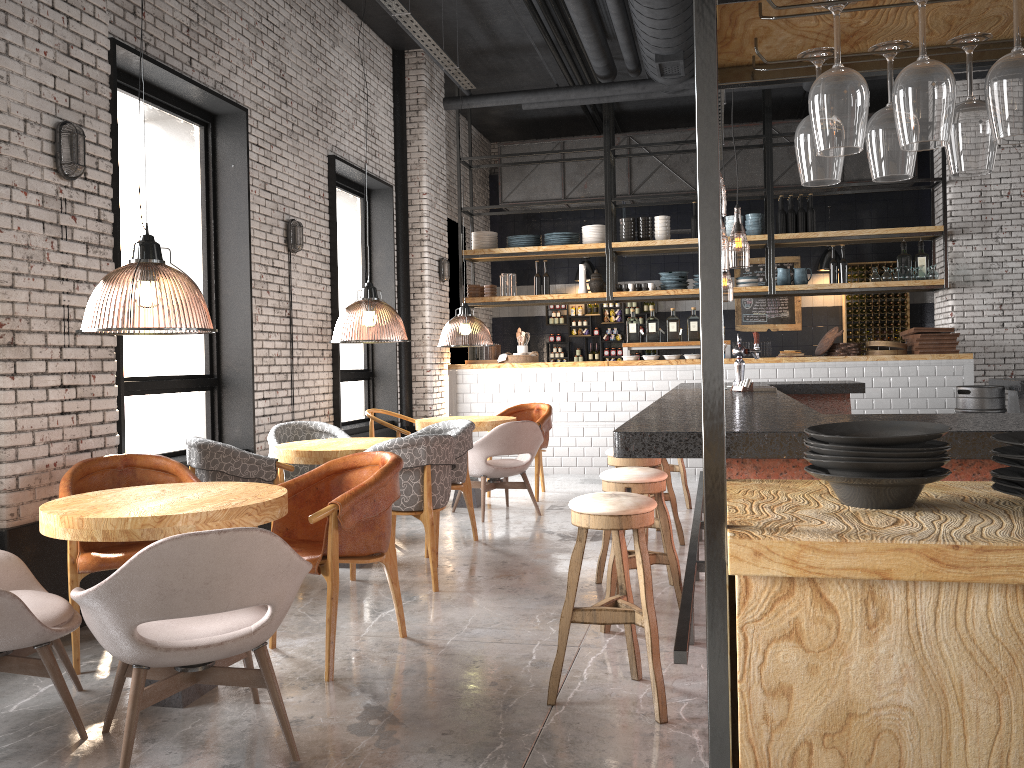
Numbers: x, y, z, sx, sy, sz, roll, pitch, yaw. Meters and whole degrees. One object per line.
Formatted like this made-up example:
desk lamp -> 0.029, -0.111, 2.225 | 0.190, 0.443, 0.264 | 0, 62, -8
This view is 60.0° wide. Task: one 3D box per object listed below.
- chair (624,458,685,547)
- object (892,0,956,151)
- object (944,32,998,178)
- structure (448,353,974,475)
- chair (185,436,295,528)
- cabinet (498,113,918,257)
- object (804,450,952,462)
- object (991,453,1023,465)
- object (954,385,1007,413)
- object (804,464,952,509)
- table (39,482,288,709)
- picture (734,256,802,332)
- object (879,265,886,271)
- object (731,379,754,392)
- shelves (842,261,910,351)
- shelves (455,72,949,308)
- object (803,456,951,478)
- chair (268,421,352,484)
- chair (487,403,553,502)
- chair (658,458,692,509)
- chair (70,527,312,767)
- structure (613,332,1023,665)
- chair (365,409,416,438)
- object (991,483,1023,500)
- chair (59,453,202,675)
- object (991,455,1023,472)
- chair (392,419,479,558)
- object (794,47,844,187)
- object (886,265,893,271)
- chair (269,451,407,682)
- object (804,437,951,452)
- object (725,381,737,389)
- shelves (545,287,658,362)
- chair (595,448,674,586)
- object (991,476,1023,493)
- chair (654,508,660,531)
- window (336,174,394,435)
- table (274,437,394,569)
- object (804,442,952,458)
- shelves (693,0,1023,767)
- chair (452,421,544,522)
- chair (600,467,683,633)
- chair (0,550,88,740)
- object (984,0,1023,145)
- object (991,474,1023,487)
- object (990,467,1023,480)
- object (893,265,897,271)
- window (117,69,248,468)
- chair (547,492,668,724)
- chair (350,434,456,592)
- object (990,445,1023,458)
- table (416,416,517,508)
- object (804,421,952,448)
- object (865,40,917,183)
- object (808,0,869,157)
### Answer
chair -> 0.931, 0.744, 6.262 | 0.480, 0.805, 0.439 | -2, 1, -38
object -> 0.706, -0.542, 1.522 | 0.101, 0.267, 0.101 | -1, 0, -23
object -> 0.914, -0.553, 1.768 | 0.101, 0.267, 0.101 | -1, 0, -23
structure -> 2.235, 0.372, 10.755 | 5.799, 1.346, 1.511 | -1, 1, 13
chair -> -1.784, 0.779, 5.610 | 0.644, 0.929, 0.681 | -2, 1, -32
cabinet -> 2.735, -2.802, 13.031 | 5.863, 1.768, 0.682 | -1, 0, 13
object -> 0.688, 0.163, 1.677 | 0.257, 0.075, 0.257 | 0, 2, 39
object -> 1.027, 0.141, 1.579 | 0.306, 0.037, 0.306 | -1, 1, 14
object -> 4.018, 0.534, 7.594 | 0.398, 1.035, 0.399 | -2, 1, -42
object -> 0.688, 0.194, 1.676 | 0.257, 0.067, 0.257 | -1, 1, 5
table -> -1.383, 0.865, 3.601 | 0.932, 0.809, 0.932 | -2, 1, -30
picture -> 3.937, -1.378, 13.658 | 0.980, 1.142, 0.020 | -1, 0, 13
object -> 5.433, -1.707, 12.996 | 0.079, 0.079, 0.284 | -1, 1, 13
object -> 1.615, 0.006, 6.223 | 0.091, 0.091, 0.177 | -1, 1, -12
shelves -> 5.382, -0.719, 13.108 | 0.889, 2.148, 0.251 | -1, 0, 13
shelves -> 2.143, -2.571, 10.822 | 5.676, 3.066, 0.597 | -1, 0, 13
object -> 0.688, 0.171, 1.677 | 0.257, 0.075, 0.257 | -1, 1, 13
chair -> -1.479, 0.749, 6.563 | 0.681, 0.929, 0.644 | -2, 1, -32
chair -> 0.148, 0.660, 8.715 | 0.681, 0.929, 0.644 | -1, 1, 35
chair -> 1.291, 0.695, 7.920 | 0.439, 0.805, 0.480 | -1, 1, -18
chair -> -1.073, 0.862, 3.026 | 0.771, 0.850, 0.802 | -2, 1, -28
structure -> 3.095, 0.389, 5.321 | 4.310, 1.533, 5.878 | -1, 1, 13
chair -> -1.130, 0.697, 8.477 | 0.643, 0.921, 0.613 | -1, 1, 20
object -> 1.028, 0.205, 1.579 | 0.306, 0.035, 0.306 | -2, 2, -39
chair -> -1.799, 0.814, 4.239 | 0.681, 0.929, 0.644 | -2, 1, -35
object -> 1.027, 0.156, 1.578 | 0.306, 0.042, 0.306 | -2, 2, -30
chair -> -0.525, 0.732, 6.413 | 0.644, 0.929, 0.681 | -2, 1, -32
object -> 0.636, -0.548, 1.832 | 0.101, 0.267, 0.101 | -1, 0, -23
object -> 5.526, -1.708, 12.978 | 0.079, 0.079, 0.284 | -1, 1, 13
chair -> -0.761, 0.795, 4.095 | 0.644, 0.929, 0.681 | -2, 1, -40
object -> 0.688, 0.141, 1.676 | 0.257, 0.072, 0.257 | -1, 1, 13
object -> 1.717, -0.024, 7.048 | 0.200, 0.106, 0.767 | -1, 1, 13
shelves -> 1.421, -0.763, 14.072 | 1.761, 1.482, 0.157 | -1, 0, 13
chair -> 0.692, 0.773, 5.336 | 0.439, 0.805, 0.480 | -1, 1, -13
object -> 1.027, 0.194, 1.578 | 0.306, 0.041, 0.306 | 0, 2, 30
chair -> 1.035, 0.724, 6.995 | 0.480, 0.805, 0.439 | -1, 1, -13
window -> -1.719, -0.846, 9.343 | 0.365, 2.696, 1.535 | -1, 1, 13
table -> -1.092, 0.801, 5.907 | 0.932, 0.809, 0.932 | -2, 1, -30
object -> 0.688, 0.146, 1.676 | 0.257, 0.072, 0.257 | -2, 1, -15
shelves -> 2.131, -1.259, 1.321 | 3.659, 5.018, 0.690 | -1, 0, 13
chair -> -0.107, 0.725, 7.643 | 0.771, 0.850, 0.802 | -2, 1, -28
chair -> 0.629, 0.823, 4.533 | 0.480, 0.805, 0.439 | -1, 1, -8
chair -> -2.015, 0.876, 3.248 | 0.802, 0.850, 0.771 | -2, 1, -28
object -> 0.849, -0.544, 1.489 | 0.101, 0.267, 0.101 | -1, 0, -23
object -> 1.027, 0.179, 1.578 | 0.306, 0.044, 0.306 | -1, 1, 14
object -> 1.026, 0.171, 1.579 | 0.306, 0.046, 0.305 | -2, 2, -29
object -> 5.626, -1.711, 12.991 | 0.079, 0.079, 0.284 | -1, 1, 13
window -> -2.441, -0.753, 6.222 | 0.365, 2.696, 1.535 | -1, 1, 13
chair -> 0.408, 0.827, 3.385 | 0.480, 0.805, 0.439 | -2, 1, -28
chair -> -0.630, 0.760, 5.397 | 0.681, 0.929, 0.644 | -2, 1, -32
object -> 1.026, 0.130, 1.580 | 0.305, 0.048, 0.306 | 0, 2, 38
table -> -0.416, 0.728, 8.218 | 0.932, 0.809, 0.932 | -2, 1, -34
object -> 0.688, 0.116, 1.676 | 0.257, 0.076, 0.257 | -2, 2, -40
object -> 0.770, -0.550, 1.801 | 0.101, 0.267, 0.101 | -1, 0, -23
object -> 0.571, -0.540, 1.553 | 0.101, 0.267, 0.101 | -1, 0, -23
